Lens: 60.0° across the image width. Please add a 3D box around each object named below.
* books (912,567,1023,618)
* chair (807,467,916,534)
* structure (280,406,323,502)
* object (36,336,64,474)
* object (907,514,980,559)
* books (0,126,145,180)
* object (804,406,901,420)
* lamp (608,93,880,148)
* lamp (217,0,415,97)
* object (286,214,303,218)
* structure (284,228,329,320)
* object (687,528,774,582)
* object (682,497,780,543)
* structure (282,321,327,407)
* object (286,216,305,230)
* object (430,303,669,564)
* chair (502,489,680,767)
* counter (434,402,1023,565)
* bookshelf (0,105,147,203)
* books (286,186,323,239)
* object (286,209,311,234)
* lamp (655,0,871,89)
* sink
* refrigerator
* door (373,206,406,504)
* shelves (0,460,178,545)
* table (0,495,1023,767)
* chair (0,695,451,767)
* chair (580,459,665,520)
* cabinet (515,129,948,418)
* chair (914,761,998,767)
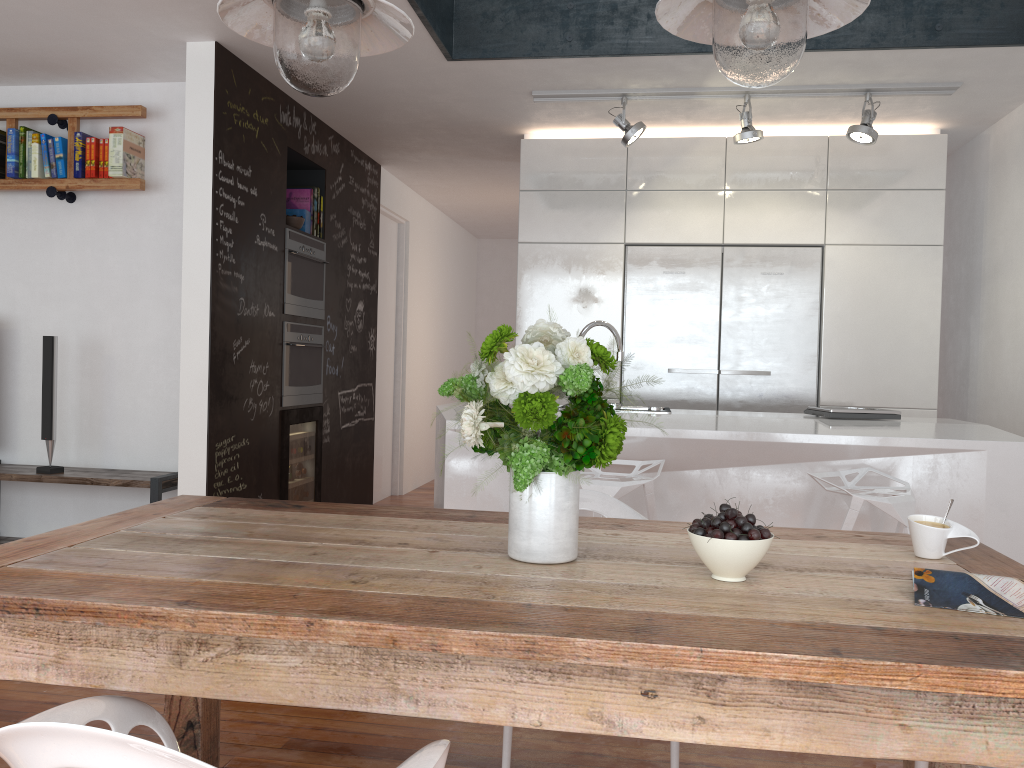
[{"bbox_3d":[0.783,0.332,1.466,0.218,0.035,0.267,2,1,23],"label":"books"},{"bbox_3d":[1.205,0.681,2.932,0.492,0.765,0.428,1,2,-36],"label":"chair"},{"bbox_3d":[-1.181,0.520,5.091,0.081,0.763,0.582,2,1,9],"label":"structure"},{"bbox_3d":[-2.318,0.103,4.462,0.089,0.687,0.089,2,1,19],"label":"object"},{"bbox_3d":[0.850,0.305,1.755,0.127,0.078,0.082,2,1,14],"label":"object"},{"bbox_3d":[-1.935,-2.032,4.772,5.671,1.974,0.733,2,1,-2],"label":"books"},{"bbox_3d":[1.469,0.123,3.850,0.298,0.036,0.325,2,1,-1],"label":"object"},{"bbox_3d":[1.146,-1.320,4.447,1.324,0.254,0.154,2,1,9],"label":"lamp"},{"bbox_3d":[-0.376,-0.714,1.721,0.372,0.306,0.372,2,1,3],"label":"lamp"},{"bbox_3d":[-1.227,-0.934,4.999,0.077,0.042,0.116,2,1,22],"label":"object"},{"bbox_3d":[-1.158,-0.614,5.068,0.052,0.462,0.585,2,1,9],"label":"structure"},{"bbox_3d":[0.376,0.296,1.535,0.146,0.079,0.146,2,1,17],"label":"object"},{"bbox_3d":[0.378,0.246,1.534,0.159,0.095,0.141,1,1,-6],"label":"object"},{"bbox_3d":[-1.172,-0.112,5.079,0.052,0.462,0.585,2,1,9],"label":"structure"},{"bbox_3d":[-1.237,-0.900,5.000,0.132,0.069,0.132,3,2,42],"label":"object"},{"bbox_3d":[0.048,0.084,1.686,0.432,0.476,0.371,1,2,-40],"label":"object"},{"bbox_3d":[0.205,0.686,2.510,0.577,0.710,0.505,2,1,-1],"label":"chair"},{"bbox_3d":[0.779,0.582,3.757,2.289,0.903,0.956,2,1,9],"label":"counter"},{"bbox_3d":[-3.330,-1.217,4.759,2.983,0.465,0.161,2,1,9],"label":"bookshelf"},{"bbox_3d":[-1.266,-1.024,5.293,0.230,0.303,0.152,2,1,9],"label":"books"},{"bbox_3d":[-1.251,-0.938,5.146,0.136,0.136,0.110,2,1,2],"label":"object"},{"bbox_3d":[0.446,-0.688,1.593,0.372,0.306,0.372,1,1,-30],"label":"lamp"},{"bbox_3d":[0.476,0.000,4.045,0.492,0.570,0.459,2,1,9],"label":"sink"},{"bbox_3d":[1.197,0.104,5.158,1.119,1.811,0.142,2,1,9],"label":"refrigerator"},{"bbox_3d":[-1.004,-0.201,6.853,0.120,2.236,0.823,2,1,9],"label":"door"},{"bbox_3d":[-3.375,0.645,4.705,3.473,0.506,0.414,2,1,9],"label":"shelves"},{"bbox_3d":[0.005,0.690,1.679,1.910,0.735,0.969,2,1,9],"label":"table"},{"bbox_3d":[-0.391,0.699,1.156,0.577,0.710,0.505,2,1,14],"label":"chair"},{"bbox_3d":[0.324,0.652,3.140,0.492,0.765,0.428,2,1,19],"label":"chair"},{"bbox_3d":[1.277,-0.246,5.601,2.404,2.506,0.946,2,1,9],"label":"cabinet"},{"bbox_3d":[1.072,0.730,1.602,0.505,0.710,0.577,2,1,4],"label":"chair"}]
